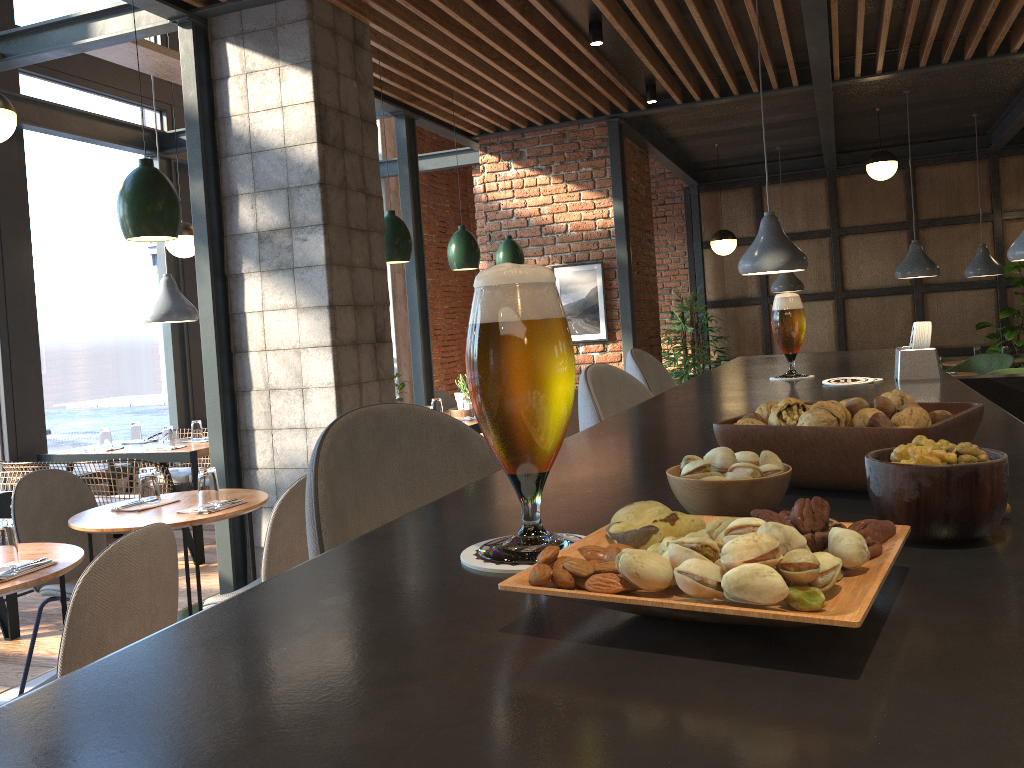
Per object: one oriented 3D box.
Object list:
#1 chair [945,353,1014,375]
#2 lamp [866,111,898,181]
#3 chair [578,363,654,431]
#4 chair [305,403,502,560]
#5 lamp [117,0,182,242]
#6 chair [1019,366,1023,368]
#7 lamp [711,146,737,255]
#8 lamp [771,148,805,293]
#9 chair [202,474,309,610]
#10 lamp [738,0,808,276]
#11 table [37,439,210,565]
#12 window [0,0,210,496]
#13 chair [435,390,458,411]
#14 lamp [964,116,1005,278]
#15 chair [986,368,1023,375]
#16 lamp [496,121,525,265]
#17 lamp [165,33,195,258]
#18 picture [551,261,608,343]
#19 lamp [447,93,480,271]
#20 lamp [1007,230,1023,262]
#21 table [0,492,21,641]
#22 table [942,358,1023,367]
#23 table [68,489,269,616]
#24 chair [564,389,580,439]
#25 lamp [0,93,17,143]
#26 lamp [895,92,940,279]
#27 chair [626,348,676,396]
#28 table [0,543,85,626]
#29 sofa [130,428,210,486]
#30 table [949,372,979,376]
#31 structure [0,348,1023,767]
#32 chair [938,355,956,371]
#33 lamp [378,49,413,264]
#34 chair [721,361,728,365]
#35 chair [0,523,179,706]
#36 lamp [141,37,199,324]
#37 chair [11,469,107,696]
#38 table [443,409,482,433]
[{"bbox_3d":[4.017,0.162,7.682,0.515,0.818,0.638,-5,2,-19],"label":"chair"},{"bbox_3d":[3.255,-3.751,8.065,0.268,3.791,0.268,-4,1,0],"label":"lamp"},{"bbox_3d":[0.418,0.570,1.662,0.507,1.242,0.419,-3,1,26],"label":"chair"},{"bbox_3d":[0.078,0.638,0.955,0.507,1.242,0.419,-3,1,32],"label":"chair"},{"bbox_3d":[-1.414,-1.548,3.293,0.223,2.020,0.224,-4,1,24],"label":"lamp"},{"bbox_3d":[4.966,0.063,8.220,0.639,0.818,0.514,-5,2,-33],"label":"chair"},{"bbox_3d":[2.090,-3.235,9.231,0.268,3.791,0.268,-4,1,-26],"label":"lamp"},{"bbox_3d":[2.846,-3.241,9.610,0.353,4.487,0.352,-5,1,-34],"label":"lamp"},{"bbox_3d":[-0.842,0.743,3.165,0.507,0.887,0.419,-3,1,27],"label":"chair"},{"bbox_3d":[1.204,-2.817,4.580,0.353,4.487,0.352,-5,1,-34],"label":"lamp"},{"bbox_3d":[-2.440,0.770,6.000,1.270,0.705,0.659,-3,2,21],"label":"table"},{"bbox_3d":[-3.773,-1.938,5.144,0.127,5.594,8.741,-4,3,21],"label":"window"},{"bbox_3d":[-0.360,0.483,6.852,0.507,0.887,0.419,-3,1,27],"label":"chair"},{"bbox_3d":[4.456,-3.292,8.617,0.353,4.487,0.352,-5,1,-34],"label":"lamp"},{"bbox_3d":[3.427,0.317,5.824,0.638,0.818,0.516,-3,2,21],"label":"chair"},{"bbox_3d":[-0.076,-1.860,6.852,0.223,2.020,0.224,-4,1,24],"label":"lamp"},{"bbox_3d":[-2.584,-2.835,6.614,0.268,3.791,0.268,-4,1,-11],"label":"lamp"},{"bbox_3d":[0.546,-0.654,7.143,0.429,0.631,0.015,-3,1,21],"label":"picture"},{"bbox_3d":[-0.390,-1.787,6.019,0.223,2.020,0.224,-4,1,24],"label":"lamp"},{"bbox_3d":[2.982,-2.980,5.219,0.353,4.487,0.352,-5,1,-34],"label":"lamp"},{"bbox_3d":[-3.112,0.927,4.214,1.270,0.705,0.659,-3,2,21],"label":"table"},{"bbox_3d":[4.675,0.121,8.670,0.806,0.686,0.809,-3,3,21],"label":"table"},{"bbox_3d":[-1.249,0.832,3.326,0.698,0.746,0.701,-3,2,31],"label":"table"},{"bbox_3d":[0.245,0.485,6.137,0.507,0.887,0.419,-3,1,28],"label":"chair"},{"bbox_3d":[-2.684,-3.057,4.287,0.268,3.791,0.268,-4,1,-26],"label":"lamp"},{"bbox_3d":[3.269,-3.137,7.450,0.353,4.487,0.352,-5,1,-34],"label":"lamp"},{"bbox_3d":[0.612,0.507,2.473,0.507,1.242,0.419,-4,1,21],"label":"chair"},{"bbox_3d":[-1.562,0.905,2.493,0.700,0.746,0.699,-5,2,-27],"label":"table"},{"bbox_3d":[-2.243,0.711,6.526,1.090,0.732,0.471,-3,2,21],"label":"sofa"},{"bbox_3d":[3.517,0.274,7.498,0.808,0.686,0.807,-5,3,-28],"label":"table"},{"bbox_3d":[1.280,0.528,0.140,2.914,1.395,4.932,-3,4,21],"label":"structure"},{"bbox_3d":[4.393,0.050,9.077,0.640,0.818,0.514,-5,2,-37],"label":"chair"},{"bbox_3d":[-0.746,-1.704,5.071,0.223,2.020,0.224,-4,1,24],"label":"lamp"},{"bbox_3d":[2.588,0.141,9.626,0.515,0.818,0.639,-4,2,-4],"label":"chair"},{"bbox_3d":[-1.128,0.815,2.321,0.507,0.887,0.419,-4,1,17],"label":"chair"},{"bbox_3d":[-2.385,-2.641,5.759,0.353,4.487,0.353,-4,1,-17],"label":"lamp"},{"bbox_3d":[-1.662,0.779,3.510,0.507,0.887,0.419,-3,1,22],"label":"chair"},{"bbox_3d":[-0.284,0.589,6.028,0.657,0.765,2.779,-3,3,21],"label":"table"}]
